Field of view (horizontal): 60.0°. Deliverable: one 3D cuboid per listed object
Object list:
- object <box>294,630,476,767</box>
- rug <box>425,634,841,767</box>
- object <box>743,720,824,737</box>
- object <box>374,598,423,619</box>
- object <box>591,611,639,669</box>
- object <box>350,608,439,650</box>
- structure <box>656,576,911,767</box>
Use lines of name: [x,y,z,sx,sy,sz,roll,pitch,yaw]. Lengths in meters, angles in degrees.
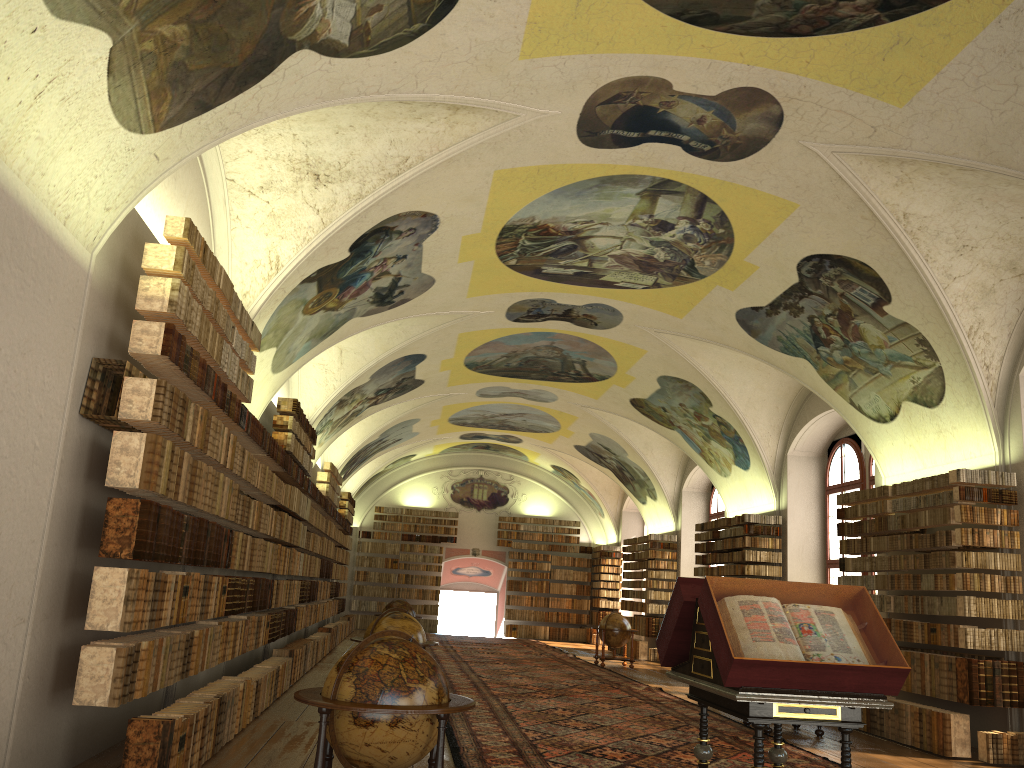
object: [-0.913,2.481,6.257,1.282,1.442,1.281,15,-17,-42]
rug: [0.855,5.653,16.296,4.705,0.064,37.054,5,-13,-6]
object: [4.080,4.478,13.379,1.282,1.442,1.281,15,-17,-42]
object: [-3.018,6.389,23.413,1.280,1.442,1.283,-6,-16,35]
object: [2.780,6.899,24.007,1.280,1.442,1.283,-6,-16,35]
object: [-1.710,3.966,12.774,1.279,1.442,1.284,-4,-15,31]
structure: [1.952,2.516,6.773,1.245,1.973,1.899,5,-13,-6]
